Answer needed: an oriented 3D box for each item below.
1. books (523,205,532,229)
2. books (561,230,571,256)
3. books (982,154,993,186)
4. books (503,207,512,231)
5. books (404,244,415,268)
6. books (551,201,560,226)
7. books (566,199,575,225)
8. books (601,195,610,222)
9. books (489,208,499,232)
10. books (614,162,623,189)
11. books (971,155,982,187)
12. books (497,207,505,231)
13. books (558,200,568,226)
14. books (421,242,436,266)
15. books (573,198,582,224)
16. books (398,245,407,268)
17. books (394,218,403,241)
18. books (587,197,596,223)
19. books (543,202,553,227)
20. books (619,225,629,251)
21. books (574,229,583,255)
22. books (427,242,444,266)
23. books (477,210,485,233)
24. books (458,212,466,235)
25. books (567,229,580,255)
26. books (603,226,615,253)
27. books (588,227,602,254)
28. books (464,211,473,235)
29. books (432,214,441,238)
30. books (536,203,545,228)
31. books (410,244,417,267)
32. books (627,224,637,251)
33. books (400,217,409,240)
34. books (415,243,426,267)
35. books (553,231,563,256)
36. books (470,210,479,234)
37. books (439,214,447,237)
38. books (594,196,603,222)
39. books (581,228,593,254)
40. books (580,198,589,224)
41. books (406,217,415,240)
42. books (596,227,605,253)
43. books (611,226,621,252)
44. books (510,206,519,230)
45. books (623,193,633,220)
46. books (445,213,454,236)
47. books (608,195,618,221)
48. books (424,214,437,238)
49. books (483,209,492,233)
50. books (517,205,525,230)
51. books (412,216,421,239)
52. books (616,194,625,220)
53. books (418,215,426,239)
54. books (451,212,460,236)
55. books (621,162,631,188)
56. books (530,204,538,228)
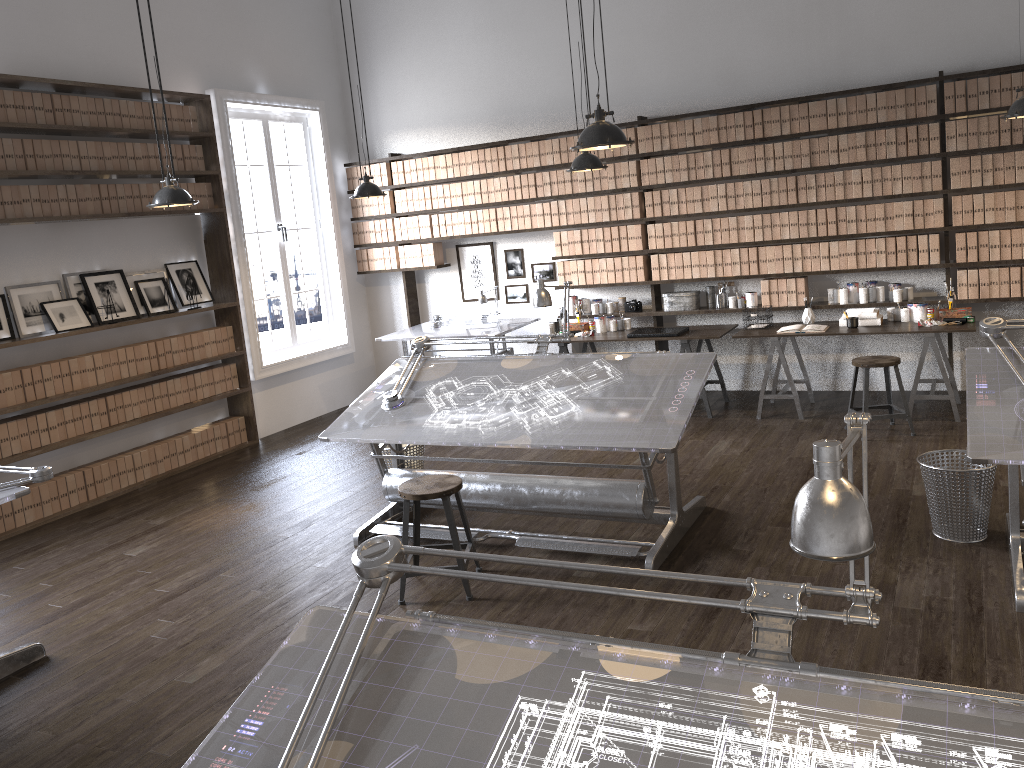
[{"bbox_3d":[0.180,-1.548,8.204,0.067,0.224,0.176,-2,10,28],"label":"books"},{"bbox_3d":[0.519,-1.286,8.082,0.066,0.224,0.176,-2,10,28],"label":"books"},{"bbox_3d":[3.486,-1.567,6.493,0.066,0.224,0.176,-2,10,27],"label":"books"},{"bbox_3d":[-0.005,-1.548,8.302,0.066,0.224,0.176,-2,10,28],"label":"books"},{"bbox_3d":[-0.994,-1.280,8.866,0.066,0.224,0.176,-2,10,27],"label":"books"},{"bbox_3d":[0.428,-1.556,8.074,0.066,0.224,0.176,-2,10,28],"label":"books"},{"bbox_3d":[0.558,-1.558,8.015,0.066,0.224,0.176,-2,10,27],"label":"books"},{"bbox_3d":[0.858,-1.558,7.852,0.067,0.224,0.176,-2,10,28],"label":"books"},{"bbox_3d":[-0.135,-1.548,8.369,0.067,0.224,0.176,-2,10,27],"label":"books"},{"bbox_3d":[0.965,-1.822,7.752,0.066,0.224,0.176,-2,10,28],"label":"books"},{"bbox_3d":[3.420,-1.566,6.523,0.066,0.224,0.176,-2,10,27],"label":"books"},{"bbox_3d":[-0.066,-1.549,8.339,0.066,0.224,0.176,-2,10,28],"label":"books"},{"bbox_3d":[0.494,-1.557,8.044,0.066,0.224,0.176,-2,10,28],"label":"books"},{"bbox_3d":[-0.815,-1.282,8.778,0.066,0.224,0.176,-2,10,28],"label":"books"},{"bbox_3d":[0.619,-1.558,7.981,0.066,0.224,0.176,-2,10,27],"label":"books"},{"bbox_3d":[-1.059,-1.280,8.898,0.067,0.224,0.176,-2,10,28],"label":"books"},{"bbox_3d":[-1.093,-1.551,8.863,0.066,0.224,0.176,-2,10,27],"label":"books"},{"bbox_3d":[0.744,-1.558,7.914,0.066,0.224,0.176,-2,10,27],"label":"books"},{"bbox_3d":[0.360,-1.549,8.112,0.067,0.224,0.176,-2,10,28],"label":"books"},{"bbox_3d":[1.016,-1.288,7.828,0.066,0.224,0.176,-2,10,27],"label":"books"},{"bbox_3d":[0.633,-1.285,8.020,0.067,0.224,0.176,-2,10,27],"label":"books"},{"bbox_3d":[-0.754,-1.282,8.744,0.066,0.224,0.176,-2,10,28],"label":"books"},{"bbox_3d":[-0.257,-1.548,8.436,0.066,0.224,0.176,-2,10,27],"label":"books"},{"bbox_3d":[-0.442,-1.547,8.530,0.066,0.224,0.176,-2,10,27],"label":"books"},{"bbox_3d":[0.575,-1.286,8.055,0.066,0.224,0.176,-2,10,28],"label":"books"},{"bbox_3d":[0.884,-1.288,7.897,0.066,0.224,0.176,-2,10,27],"label":"books"},{"bbox_3d":[0.758,-1.287,7.961,0.066,0.224,0.176,-2,10,28],"label":"books"},{"bbox_3d":[-0.380,-1.546,8.494,0.066,0.224,0.176,-2,10,27],"label":"books"},{"bbox_3d":[-0.701,-1.546,8.665,0.066,0.224,0.176,-2,10,27],"label":"books"},{"bbox_3d":[0.297,-1.550,8.147,0.066,0.224,0.176,-2,10,27],"label":"books"},{"bbox_3d":[-0.937,-1.281,8.839,0.066,0.224,0.176,-2,10,27],"label":"books"},{"bbox_3d":[1.083,-1.288,7.791,0.066,0.224,0.176,-2,10,28],"label":"books"},{"bbox_3d":[-1.028,-1.552,8.833,0.066,0.224,0.176,-2,10,27],"label":"books"},{"bbox_3d":[-0.880,-1.280,8.804,0.067,0.224,0.176,-2,10,28],"label":"books"},{"bbox_3d":[0.454,-1.285,8.114,0.067,0.224,0.176,-2,10,27],"label":"books"},{"bbox_3d":[-0.316,-1.547,8.461,0.067,0.224,0.176,-2,10,28],"label":"books"},{"bbox_3d":[-0.629,-1.546,8.625,0.067,0.224,0.176,-2,10,27],"label":"books"},{"bbox_3d":[0.801,-1.559,7.886,0.066,0.224,0.176,-2,10,27],"label":"books"},{"bbox_3d":[0.695,-1.287,7.994,0.066,0.224,0.176,-2,10,28],"label":"books"},{"bbox_3d":[0.679,-1.557,7.946,0.067,0.224,0.176,-2,10,28],"label":"books"},{"bbox_3d":[-0.964,-1.553,8.804,0.066,0.224,0.176,-2,10,28],"label":"books"},{"bbox_3d":[0.819,-1.287,7.925,0.066,0.224,0.176,-2,10,27],"label":"books"},{"bbox_3d":[0.948,-1.287,7.857,0.067,0.224,0.176,-2,10,28],"label":"books"},{"bbox_3d":[0.060,-1.549,8.273,0.066,0.224,0.176,-2,10,27],"label":"books"},{"bbox_3d":[1.045,-1.559,7.757,0.066,0.224,0.176,-2,10,28],"label":"books"},{"bbox_3d":[-0.565,-1.547,8.596,0.066,0.224,0.176,-2,10,28],"label":"books"},{"bbox_3d":[0.921,-1.559,7.826,0.066,0.224,0.176,-2,10,27],"label":"books"},{"bbox_3d":[-0.783,-1.552,8.702,0.067,0.224,0.176,-2,10,27],"label":"books"},{"bbox_3d":[-0.198,-1.548,8.408,0.066,0.224,0.176,-2,10,28],"label":"books"},{"bbox_3d":[0.123,-1.550,8.241,0.066,0.224,0.176,-2,10,27],"label":"books"},{"bbox_3d":[-0.903,-1.553,8.770,0.066,0.224,0.176,-2,10,28],"label":"books"},{"bbox_3d":[0.984,-1.560,7.793,0.066,0.224,0.176,-2,10,27],"label":"books"},{"bbox_3d":[-0.837,-1.553,8.735,0.066,0.224,0.176,-2,10,28],"label":"books"},{"bbox_3d":[-0.503,-1.548,8.566,0.066,0.224,0.176,-2,10,28],"label":"books"},{"bbox_3d":[1.020,-1.821,7.721,0.066,0.224,0.176,-2,10,28],"label":"books"},{"bbox_3d":[0.241,-1.550,8.178,0.066,0.224,0.176,-2,10,27],"label":"books"}]
